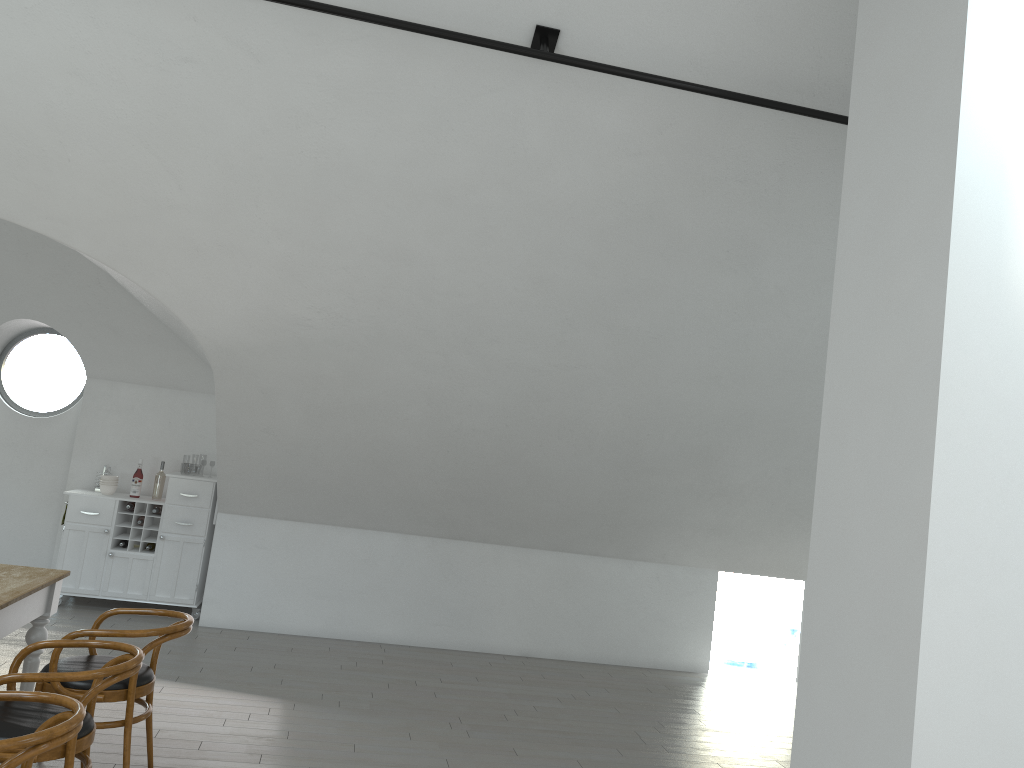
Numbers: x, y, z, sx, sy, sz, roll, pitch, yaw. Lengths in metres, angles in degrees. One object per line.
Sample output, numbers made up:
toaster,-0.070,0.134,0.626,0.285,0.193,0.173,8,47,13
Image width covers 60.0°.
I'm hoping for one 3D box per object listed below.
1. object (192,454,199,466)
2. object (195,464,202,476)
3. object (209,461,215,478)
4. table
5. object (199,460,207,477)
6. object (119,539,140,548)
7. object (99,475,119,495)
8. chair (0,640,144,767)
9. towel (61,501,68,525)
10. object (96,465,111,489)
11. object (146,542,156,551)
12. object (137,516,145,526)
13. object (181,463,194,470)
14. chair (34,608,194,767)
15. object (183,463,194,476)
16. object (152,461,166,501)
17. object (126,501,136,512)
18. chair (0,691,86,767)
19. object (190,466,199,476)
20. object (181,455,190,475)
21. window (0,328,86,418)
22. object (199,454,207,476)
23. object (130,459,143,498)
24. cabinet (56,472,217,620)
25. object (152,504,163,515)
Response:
object,-2.776,0.706,7.742,0.054,0.179,0.054,9,-7,-16
object,-2.727,0.749,7.694,0.071,0.099,0.071,8,-6,-2
object,-2.600,0.739,7.668,0.046,0.143,0.046,7,-6,1
table,-2.452,1.158,2.686,1.017,0.801,3.341,9,-5,-10
object,-2.657,0.727,7.626,0.046,0.143,0.046,7,-6,1
object,-3.213,1.338,7.465,0.156,0.086,0.330,8,-5,-9
object,-3.404,0.853,7.477,0.154,0.160,0.157,6,-6,18
chair,-1.731,1.337,3.227,0.620,0.737,0.526,9,-6,-15
towel,-3.750,1.087,7.491,0.049,0.204,0.149,9,-6,-9
object,-3.537,0.808,7.684,0.115,0.210,0.065,8,-7,-8
object,-3.043,1.365,7.488,0.081,0.081,0.358,9,-5,-12
object,-3.118,1.156,7.503,0.085,0.086,0.330,9,-5,-11
object,-2.815,0.738,7.668,0.093,0.094,0.094,5,-6,22
chair,-1.800,1.391,3.945,0.621,0.737,0.526,8,-6,-7
object,-2.754,0.727,7.529,0.082,0.105,0.081,4,-7,28
object,-3.009,0.827,7.574,0.085,0.332,0.085,2,-8,39
object,-3.201,1.031,7.492,0.092,0.094,0.358,9,-5,-10
chair,-1.610,1.290,2.512,0.621,0.737,0.526,9,-6,-10
object,-2.742,0.746,7.612,0.077,0.085,0.077,8,-6,-2
object,-2.799,0.695,7.598,0.048,0.170,0.048,5,-7,22
window,-4.181,-0.100,7.946,0.899,0.903,0.060,9,-7,-10
object,-2.720,0.712,7.771,0.063,0.187,0.063,10,-7,-24
object,-3.186,0.802,7.549,0.081,0.331,0.081,9,-7,-14
cabinet,-3.154,1.311,7.531,1.241,1.158,0.608,9,-6,-10
object,-2.998,1.065,7.519,0.087,0.085,0.359,9,-5,-10
